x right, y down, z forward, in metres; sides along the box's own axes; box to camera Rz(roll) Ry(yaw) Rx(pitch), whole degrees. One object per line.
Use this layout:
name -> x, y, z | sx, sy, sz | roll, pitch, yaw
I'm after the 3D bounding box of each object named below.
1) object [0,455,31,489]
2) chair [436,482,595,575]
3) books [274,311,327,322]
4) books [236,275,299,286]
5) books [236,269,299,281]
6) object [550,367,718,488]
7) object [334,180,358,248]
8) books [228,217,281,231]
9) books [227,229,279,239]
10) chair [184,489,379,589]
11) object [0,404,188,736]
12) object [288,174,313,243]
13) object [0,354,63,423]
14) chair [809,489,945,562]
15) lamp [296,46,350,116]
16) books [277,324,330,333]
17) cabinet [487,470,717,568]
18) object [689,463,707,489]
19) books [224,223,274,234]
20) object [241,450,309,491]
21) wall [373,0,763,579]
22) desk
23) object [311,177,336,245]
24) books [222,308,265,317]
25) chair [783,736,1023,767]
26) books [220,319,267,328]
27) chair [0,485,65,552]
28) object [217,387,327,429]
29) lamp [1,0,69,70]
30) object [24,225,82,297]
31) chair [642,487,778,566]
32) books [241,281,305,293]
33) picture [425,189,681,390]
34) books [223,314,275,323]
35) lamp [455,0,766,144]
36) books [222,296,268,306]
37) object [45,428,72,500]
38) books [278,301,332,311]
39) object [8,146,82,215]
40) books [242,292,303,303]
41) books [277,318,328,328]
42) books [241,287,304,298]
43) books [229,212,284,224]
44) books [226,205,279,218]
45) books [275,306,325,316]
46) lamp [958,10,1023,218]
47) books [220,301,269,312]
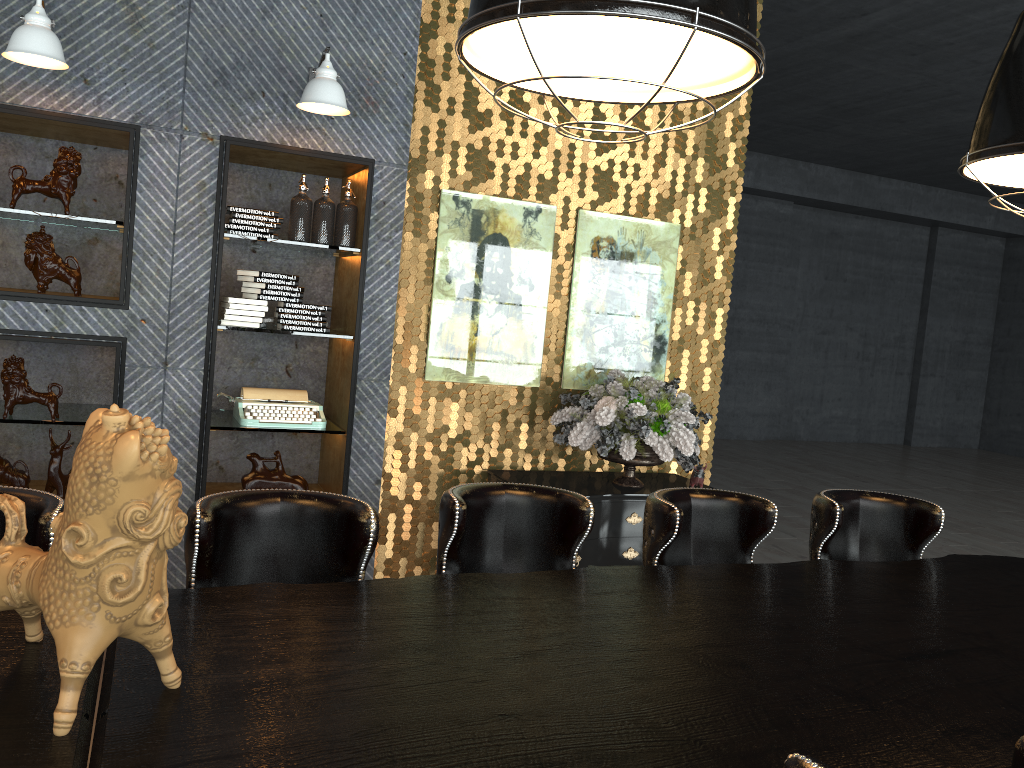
object -> -2.357, 0.378, 4.078 | 0.266, 0.359, 0.168 | 3, 5, -30
chair -> -0.001, 0.893, 2.727 | 0.504, 1.091, 0.569 | 4, 4, -21
books -> -1.103, -0.350, 4.614 | 0.245, 0.028, 0.194 | 4, 5, -21
books -> -1.246, -0.526, 4.522 | 0.245, 0.028, 0.194 | 1, 6, -43
books -> -1.245, -0.555, 4.525 | 0.194, 0.028, 0.245 | 9, 6, 38
object -> 0.682, 0.250, 5.125 | 0.875, 0.662, 0.848 | 6, 4, 8
object -> -0.849, -0.871, 4.558 | 0.109, 0.349, 0.109 | 8, 5, 37
books -> -1.302, -0.805, 4.470 | 0.245, 0.028, 0.194 | 4, 5, -21
books -> -1.312, -0.750, 4.483 | 0.245, 0.028, 0.194 | 4, 5, -18
chair -> -0.623, 0.866, 2.321 | 0.504, 1.091, 0.569 | 4, 4, -21
object -> -0.789, 0.281, 1.580 | 0.475, 0.545, 0.249 | 8, 5, 30
object -> -1.062, -0.884, 4.470 | 0.109, 0.349, 0.109 | 7, 4, 22
object -> -2.192, 0.019, 4.047 | 0.256, 0.294, 0.135 | 4, 4, -15
chair -> 1.333, 0.977, 3.251 | 0.504, 1.091, 0.569 | 4, 4, -14
lamp -> -0.861, -1.406, 4.156 | 0.243, 0.287, 0.490 | 5, 4, -7
books -> -1.087, -0.292, 4.616 | 0.245, 0.028, 0.194 | 4, 5, -22
cabinet -> 0.543, 0.939, 5.162 | 1.385, 0.737, 0.710 | 4, 5, -23
object -> 1.089, 0.534, 5.226 | 0.082, 0.164, 0.173 | 6, 4, 2
books -> -1.332, -0.778, 4.460 | 0.245, 0.028, 0.194 | 4, 5, -19
object -> -1.212, 0.490, 4.548 | 0.341, 0.303, 0.165 | 4, 4, -18
wall -> 0.326, -0.900, 5.286 | 2.444, 4.379, 0.025 | 4, 4, -23
desk -> -0.769, 1.008, 1.546 | 7.592, 0.926, 1.435 | 3, 5, -23
object -> -0.956, -0.878, 4.515 | 0.109, 0.349, 0.109 | 2, 5, -38
books -> -1.356, -0.363, 4.475 | 0.193, 0.028, 0.246 | 4, 5, -21
chair -> 0.543, 1.054, 1.353 | 0.504, 1.091, 0.569 | 4, 4, -19
books -> -1.359, -0.308, 4.498 | 0.193, 0.028, 0.246 | 5, 5, -8
chair -> -1.330, 0.822, 2.043 | 0.504, 1.091, 0.569 | 4, 4, -15
object -> -1.285, 0.119, 4.691 | 0.534, 0.149, 0.485 | 3, 5, -24
lamp -> -1.930, -1.461, 3.703 | 0.243, 0.287, 0.490 | 5, 4, -7
object -> -2.106, -0.554, 4.080 | 0.242, 0.337, 0.159 | 4, 4, -18
chair -> 0.674, 0.938, 2.964 | 0.504, 1.091, 0.569 | 3, 5, -31
books -> -1.222, -0.497, 4.542 | 0.194, 0.028, 0.245 | 9, 6, 37
picture -> 0.281, -0.510, 5.280 | 1.573, 1.072, 0.022 | 4, 4, -23
books -> -1.319, -0.330, 4.458 | 0.193, 0.028, 0.246 | 5, 5, -2
lamp -> 0.289, -1.652, 1.728 | 0.622, 2.301, 0.621 | 7, 4, 22
books -> -1.347, -0.418, 4.462 | 0.193, 0.028, 0.246 | 3, 5, -25
object -> -2.132, 0.386, 4.208 | 0.116, 0.358, 0.198 | 6, 4, 7
books -> -1.084, -0.406, 4.627 | 0.245, 0.028, 0.194 | 3, 5, -24
object -> -2.124, -0.939, 4.035 | 0.292, 0.325, 0.152 | 3, 5, -25
books -> -1.233, -0.443, 4.560 | 0.245, 0.028, 0.194 | 2, 6, -40
books -> -1.086, -0.320, 4.614 | 0.245, 0.028, 0.194 | 5, 5, -10
books -> -1.217, -0.465, 4.501 | 0.194, 0.028, 0.245 | 10, 6, 43
books -> -1.294, -0.833, 4.481 | 0.245, 0.028, 0.194 | 3, 5, -23
books -> -1.311, -0.863, 4.471 | 0.245, 0.028, 0.194 | 4, 5, -20
books -> -1.106, -0.379, 4.621 | 0.245, 0.028, 0.194 | 4, 5, -17
lamp -> 1.631, -1.570, 2.298 | 0.622, 2.301, 0.621 | 7, 4, 22
books -> -1.350, -0.390, 4.465 | 0.193, 0.028, 0.246 | 3, 5, -28
